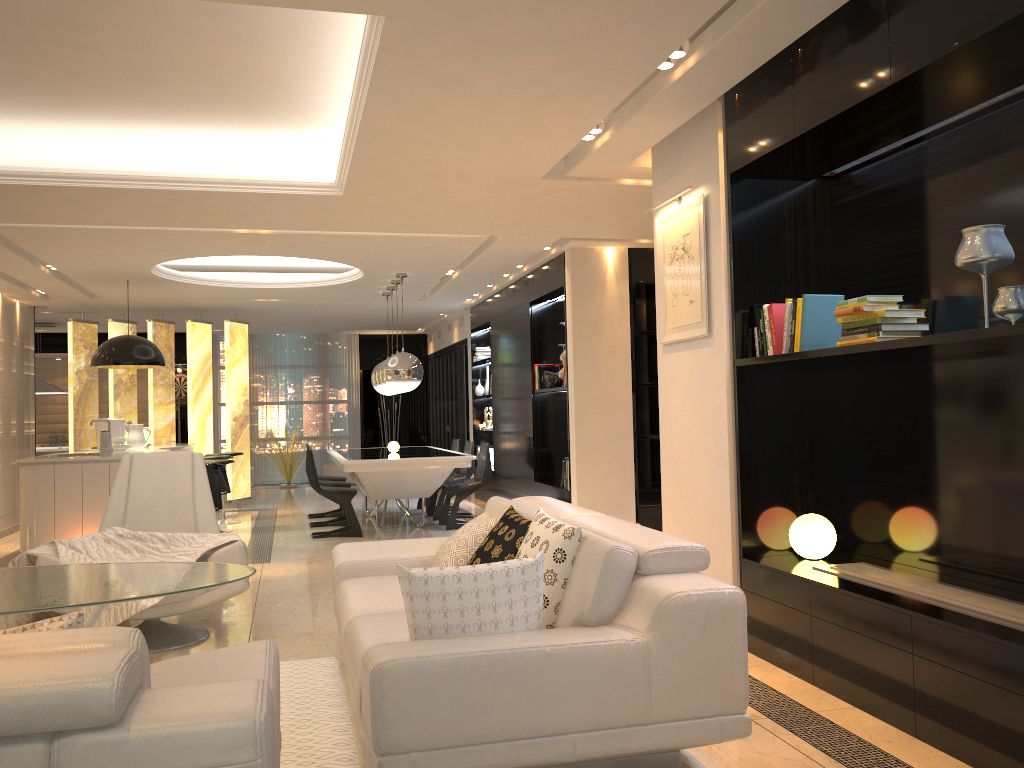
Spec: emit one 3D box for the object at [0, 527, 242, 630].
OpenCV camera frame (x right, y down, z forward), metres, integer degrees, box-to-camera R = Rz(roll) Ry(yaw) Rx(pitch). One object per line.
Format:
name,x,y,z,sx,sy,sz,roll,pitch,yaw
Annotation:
object,-2.157,1.084,4.789,1.347,0.580,0.972,-2,-2,23

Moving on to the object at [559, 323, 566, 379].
object,0.516,-0.275,8.454,0.121,0.612,0.121,-1,-2,-19

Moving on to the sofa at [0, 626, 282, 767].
sofa,-1.695,0.905,1.878,2.328,0.754,1.145,-1,-2,-14

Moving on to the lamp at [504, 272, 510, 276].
lamp,-0.073,-1.247,9.725,0.107,0.127,0.107,0,-2,-33

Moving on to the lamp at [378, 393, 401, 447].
lamp,-2.169,0.813,15.764,0.418,1.801,0.200,-1,-2,-14

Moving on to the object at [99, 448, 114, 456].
object,-3.479,0.582,7.611,0.111,0.062,0.111,-2,-2,7

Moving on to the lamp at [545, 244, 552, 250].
lamp,0.316,-1.304,8.173,0.107,0.127,0.107,0,-2,-33

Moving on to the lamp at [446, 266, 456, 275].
lamp,-0.666,-1.241,9.448,0.107,0.127,0.271,-1,-2,-14

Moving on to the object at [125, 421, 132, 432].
object,-4.413,0.527,10.093,0.249,0.212,0.256,-2,-2,21

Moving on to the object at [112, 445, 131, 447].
object,-3.856,0.616,8.698,0.229,0.016,0.229,-2,-2,16

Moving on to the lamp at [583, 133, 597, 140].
lamp,0.416,-1.406,4.870,0.107,0.127,0.107,-1,-2,-3

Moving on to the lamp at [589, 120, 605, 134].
lamp,0.444,-1.410,4.759,0.107,0.127,0.107,-1,-2,-3

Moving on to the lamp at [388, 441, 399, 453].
lamp,-1.291,0.685,9.666,0.125,0.125,0.125,-3,-2,36

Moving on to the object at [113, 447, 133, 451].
object,-3.855,0.640,8.698,0.264,0.033,0.264,0,-2,-45

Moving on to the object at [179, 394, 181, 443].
object,-5.503,0.962,14.696,0.026,1.605,0.027,-2,-2,24

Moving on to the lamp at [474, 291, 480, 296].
lamp,-0.468,-1.190,11.302,0.107,0.127,0.107,0,-2,-33

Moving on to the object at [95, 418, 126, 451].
object,-4.056,0.505,8.959,0.288,0.330,0.288,-2,-2,3

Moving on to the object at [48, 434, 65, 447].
object,-7.954,1.135,15.500,0.247,0.522,0.124,-1,-2,-14

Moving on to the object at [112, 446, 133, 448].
object,-3.855,0.633,8.698,0.264,0.033,0.264,0,-2,-45

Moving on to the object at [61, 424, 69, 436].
object,-7.666,1.037,15.523,0.390,0.718,0.388,-1,-2,-23

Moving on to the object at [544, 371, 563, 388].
object,0.422,-0.038,8.852,0.193,0.177,0.375,-1,-2,-13

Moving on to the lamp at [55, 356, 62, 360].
lamp,-7.902,-0.484,15.442,0.107,0.127,0.107,0,-2,-33

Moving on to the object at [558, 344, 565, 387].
object,0.508,-0.173,8.605,0.121,0.416,0.121,-1,-2,-19

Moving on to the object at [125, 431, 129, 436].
object,-4.404,0.614,10.095,0.266,0.147,0.253,-2,-2,29

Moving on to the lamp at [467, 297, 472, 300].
lamp,-0.577,-1.174,11.737,0.107,0.127,0.107,0,-2,-33

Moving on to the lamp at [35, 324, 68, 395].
lamp,-7.245,-0.352,12.808,1.578,0.995,0.939,-1,-2,-14

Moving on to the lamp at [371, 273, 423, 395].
lamp,-1.300,-0.501,9.829,0.408,1.226,1.827,-1,-2,-14

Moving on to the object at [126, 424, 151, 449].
object,-3.875,0.543,9.174,0.183,0.254,0.211,-3,-2,38

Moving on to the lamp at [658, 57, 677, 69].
lamp,0.666,-1.443,3.872,0.107,0.127,0.107,-1,-2,-3

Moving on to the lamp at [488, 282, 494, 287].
lamp,-0.270,-1.218,10.514,0.107,0.127,0.107,0,-2,-33

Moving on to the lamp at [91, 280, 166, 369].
lamp,-3.937,-0.622,9.102,0.710,0.898,0.710,-1,-2,-4

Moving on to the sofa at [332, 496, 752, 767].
sofa,-0.111,0.918,3.614,1.145,0.754,2.328,-1,-2,-14

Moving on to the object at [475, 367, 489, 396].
object,-0.403,-0.032,12.100,0.210,0.395,0.180,-1,-2,-11

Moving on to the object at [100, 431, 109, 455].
object,-3.531,0.507,7.688,0.071,0.219,0.071,-1,-2,-23

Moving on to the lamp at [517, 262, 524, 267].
lamp,0.072,-1.268,9.147,0.107,0.127,0.107,0,-2,-33

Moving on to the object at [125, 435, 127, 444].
object,-4.134,0.593,9.268,0.211,0.174,0.211,-3,-2,33

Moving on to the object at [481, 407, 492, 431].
object,-0.307,0.459,11.718,0.177,0.311,0.177,-1,-2,-14

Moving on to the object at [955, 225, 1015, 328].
object,1.665,-0.358,3.121,0.181,0.381,0.181,-1,-2,-20

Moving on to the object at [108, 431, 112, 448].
object,-3.557,0.511,7.791,0.071,0.219,0.071,0,-2,-38

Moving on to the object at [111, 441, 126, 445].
object,-3.856,0.582,8.699,0.138,0.051,0.138,-3,-2,34

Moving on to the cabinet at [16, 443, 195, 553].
cabinet,-3.944,1.111,9.006,1.046,0.887,3.752,-1,-2,-14

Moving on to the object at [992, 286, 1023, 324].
object,1.689,-0.249,2.988,0.119,0.154,0.119,-1,-2,-4

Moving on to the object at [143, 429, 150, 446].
object,-3.945,0.572,9.389,0.213,0.214,0.212,-3,-2,36

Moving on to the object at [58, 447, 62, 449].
object,-6.583,0.940,12.914,0.057,0.057,0.057,0,-2,-44

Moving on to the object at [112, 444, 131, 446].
object,-3.856,0.602,8.698,0.229,0.016,0.229,-2,-2,16

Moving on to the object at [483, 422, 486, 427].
object,-0.327,0.554,11.882,0.125,0.125,0.125,-2,-2,25
